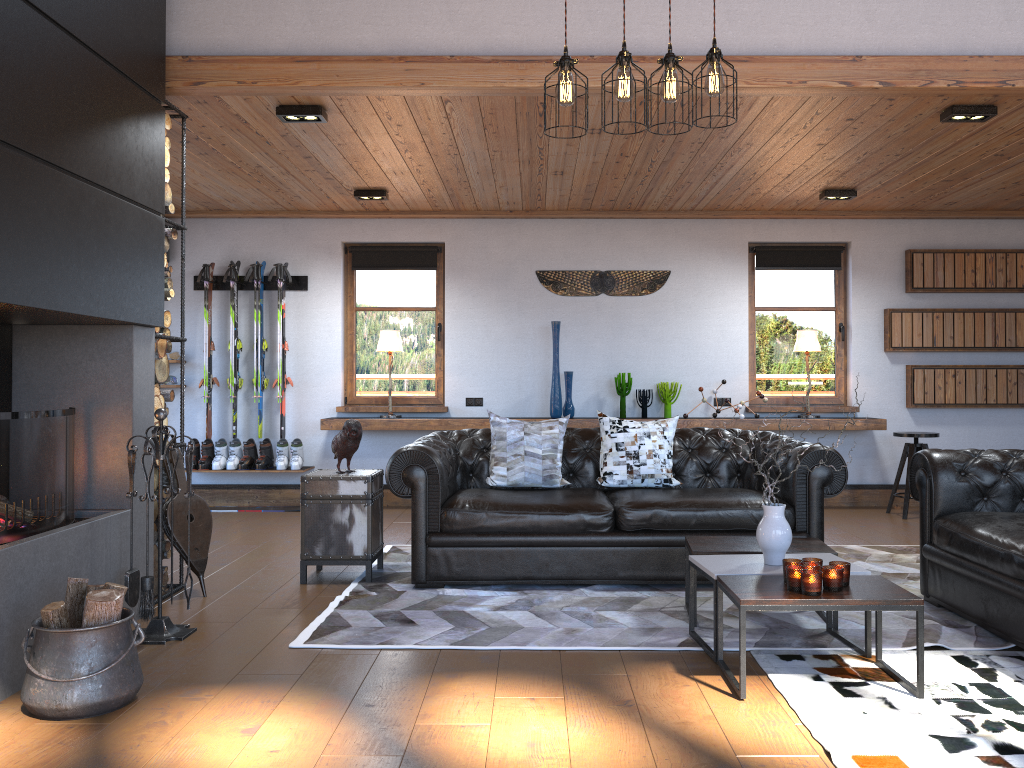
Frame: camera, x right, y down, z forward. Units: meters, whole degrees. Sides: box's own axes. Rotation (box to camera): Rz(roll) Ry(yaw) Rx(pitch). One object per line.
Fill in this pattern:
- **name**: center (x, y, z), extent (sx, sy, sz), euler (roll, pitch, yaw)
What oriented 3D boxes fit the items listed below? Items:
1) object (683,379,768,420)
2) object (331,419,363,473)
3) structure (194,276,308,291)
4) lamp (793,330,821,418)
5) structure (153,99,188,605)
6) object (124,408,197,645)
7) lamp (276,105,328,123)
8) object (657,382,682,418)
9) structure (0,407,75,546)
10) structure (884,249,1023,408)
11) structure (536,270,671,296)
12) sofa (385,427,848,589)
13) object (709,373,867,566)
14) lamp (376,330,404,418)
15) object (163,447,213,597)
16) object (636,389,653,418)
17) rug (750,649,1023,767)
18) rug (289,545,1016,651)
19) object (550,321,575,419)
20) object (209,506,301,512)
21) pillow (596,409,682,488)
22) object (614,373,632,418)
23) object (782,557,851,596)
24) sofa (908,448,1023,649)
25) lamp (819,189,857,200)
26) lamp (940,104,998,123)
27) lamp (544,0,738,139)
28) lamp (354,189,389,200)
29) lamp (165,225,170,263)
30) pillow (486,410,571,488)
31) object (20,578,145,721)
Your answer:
- **object**: center (1.924, 0.133, 7.971), extent (0.640, 0.349, 0.526), euler (0, 0, 28)
- **object**: center (-0.960, 0.360, 5.165), extent (0.245, 0.319, 0.151), euler (0, -1, 42)
- **structure**: center (-2.411, -0.929, 8.042), extent (1.050, 0.135, 0.319), euler (0, 0, 0)
- **lamp**: center (2.636, 0.257, 8.172), extent (0.247, 1.482, 0.630), euler (0, -1, -7)
- **structure**: center (-2.058, -0.186, 4.661), extent (0.512, 2.617, 0.502), euler (0, -1, 1)
- **object**: center (-1.571, 0.616, 3.960), extent (0.311, 1.018, 0.304), euler (1, -1, -44)
- **lamp**: center (-1.197, -1.545, 5.056), extent (0.261, 0.068, 0.155), euler (0, 0, 0)
- **object**: center (1.420, 0.143, 8.050), extent (0.184, 0.332, 0.196), euler (1, -1, -40)
- **structure**: center (-1.954, 0.364, 3.582), extent (0.183, 0.514, 0.982), euler (0, 0, 1)
- **structure**: center (4.354, -0.507, 8.214), extent (1.852, 1.445, 0.321), euler (0, -1, 0)
- **structure**: center (0.840, -0.927, 8.130), extent (1.248, 0.240, 0.098), euler (0, -1, 0)
- **sofa**: center (0.586, 0.701, 5.404), extent (2.566, 0.838, 1.239), euler (0, 0, 0)
- **object**: center (1.148, 0.359, 3.739), extent (0.617, 0.808, 0.408), euler (0, -1, 12)
- **lamp**: center (-1.088, 0.257, 8.200), extent (0.245, 1.482, 0.633), euler (0, -1, 5)
- **object**: center (-1.746, 0.733, 4.741), extent (0.265, 0.795, 0.266), euler (0, -1, -16)
- **object**: center (1.198, 0.178, 8.037), extent (0.131, 0.260, 0.122), euler (0, -1, -29)
- **rug**: center (2.131, 1.094, 1.801), extent (2.430, 0.053, 3.810), euler (0, 0, 2)
- **rug**: center (1.108, 1.094, 4.931), extent (4.042, 0.053, 2.432), euler (0, 0, 1)
- **object**: center (0.450, -0.125, 7.928), extent (0.277, 0.862, 0.110), euler (1, -1, -44)
- **object**: center (-2.449, 1.090, 7.934), extent (1.624, 0.065, 0.308), euler (0, 0, 0)
- **pillow**: center (0.784, 0.390, 5.458), extent (0.527, 0.469, 0.283), euler (0, -1, 3)
- **object**: center (1.003, 0.104, 7.988), extent (0.160, 0.410, 0.144), euler (0, -1, -30)
- **object**: center (1.119, 0.722, 3.337), extent (0.243, 0.081, 0.306), euler (0, 0, 39)
- **sofa**: center (2.673, 0.701, 3.473), extent (1.239, 0.838, 2.566), euler (0, 0, 1)
- **lamp**: center (2.655, -1.545, 7.220), extent (0.261, 0.068, 0.155), euler (0, 0, 0)
- **lamp**: center (2.599, -1.545, 5.049), extent (0.261, 0.068, 0.155), euler (0, 0, 0)
- **lamp**: center (0.529, -2.103, 3.561), extent (0.806, 2.202, 0.260), euler (0, -1, -9)
- **lamp**: center (-1.147, -1.545, 7.225), extent (0.261, 0.068, 0.155), euler (0, 0, 0)
- **lamp**: center (-3.251, -1.279, 8.080), extent (0.213, 0.349, 0.213), euler (0, -1, 1)
- **pillow**: center (0.104, 0.390, 5.458), extent (0.527, 0.469, 0.283), euler (0, -1, 3)
- **object**: center (-1.502, 0.914, 3.110), extent (0.380, 0.431, 0.388), euler (0, 0, 27)
